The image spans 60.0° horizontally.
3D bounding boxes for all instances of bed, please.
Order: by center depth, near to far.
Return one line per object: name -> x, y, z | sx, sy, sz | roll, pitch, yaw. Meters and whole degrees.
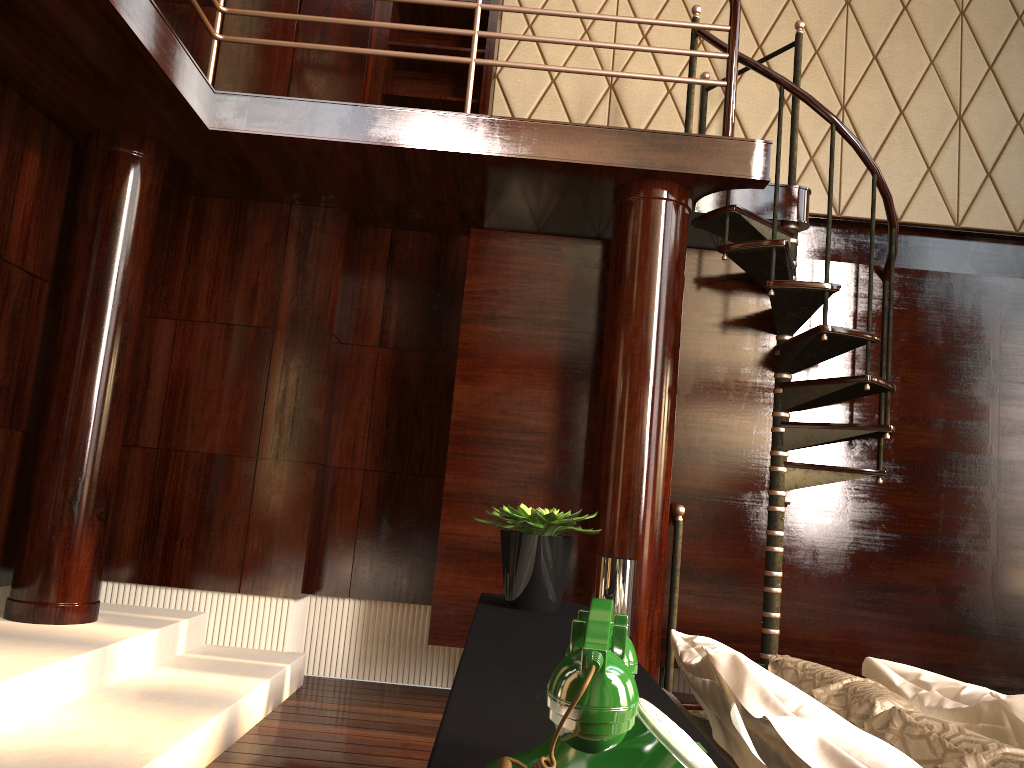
bed -> 1.091, 0.789, 1.153 | 2.381, 0.660, 1.985 | 5, -8, 0

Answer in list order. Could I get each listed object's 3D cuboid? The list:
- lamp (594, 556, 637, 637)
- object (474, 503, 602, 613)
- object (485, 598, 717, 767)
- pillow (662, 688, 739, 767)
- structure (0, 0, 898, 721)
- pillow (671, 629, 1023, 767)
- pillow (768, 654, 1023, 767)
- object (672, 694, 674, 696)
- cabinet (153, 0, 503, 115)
lamp -> 0.235, 0.610, 2.112 | 0.109, 0.385, 0.106 | 4, -8, 8
object -> 0.046, 0.340, 1.751 | 0.241, 0.205, 0.256 | 8, -9, -18
object -> 0.048, 0.202, 0.557 | 0.178, 0.131, 0.158 | 12, -10, -37
pillow -> 0.281, 0.604, 1.173 | 0.173, 0.167, 1.396 | 5, -8, 0
structure -> -0.227, -0.572, 1.479 | 3.750, 3.189, 6.107 | 5, -8, 0
pillow -> 0.601, 0.557, 1.192 | 0.685, 0.320, 1.322 | 5, -8, 2
pillow -> 0.624, 0.588, 1.213 | 0.293, 0.271, 1.123 | 5, -8, 1
object -> 0.344, 0.755, 1.992 | 0.034, 0.103, 0.088 | 4, -8, 9
cabinet -> -1.308, -2.580, 1.764 | 2.576, 2.432, 6.767 | 5, -8, 0
